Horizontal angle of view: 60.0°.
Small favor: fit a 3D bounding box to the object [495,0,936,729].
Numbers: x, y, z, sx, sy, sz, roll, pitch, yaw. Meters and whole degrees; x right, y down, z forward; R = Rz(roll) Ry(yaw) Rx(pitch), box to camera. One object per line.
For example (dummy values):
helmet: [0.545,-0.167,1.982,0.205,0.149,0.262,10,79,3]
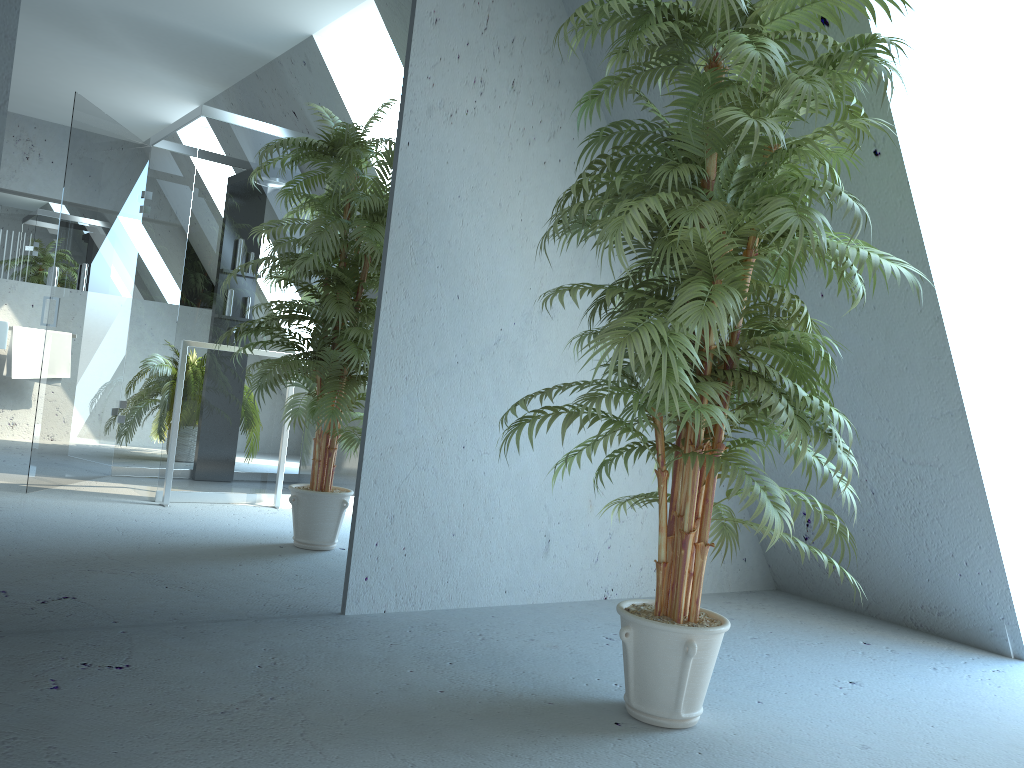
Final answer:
object: [0.504,-0.173,2.260,0.980,2.034,1.020,6,-1,12]
